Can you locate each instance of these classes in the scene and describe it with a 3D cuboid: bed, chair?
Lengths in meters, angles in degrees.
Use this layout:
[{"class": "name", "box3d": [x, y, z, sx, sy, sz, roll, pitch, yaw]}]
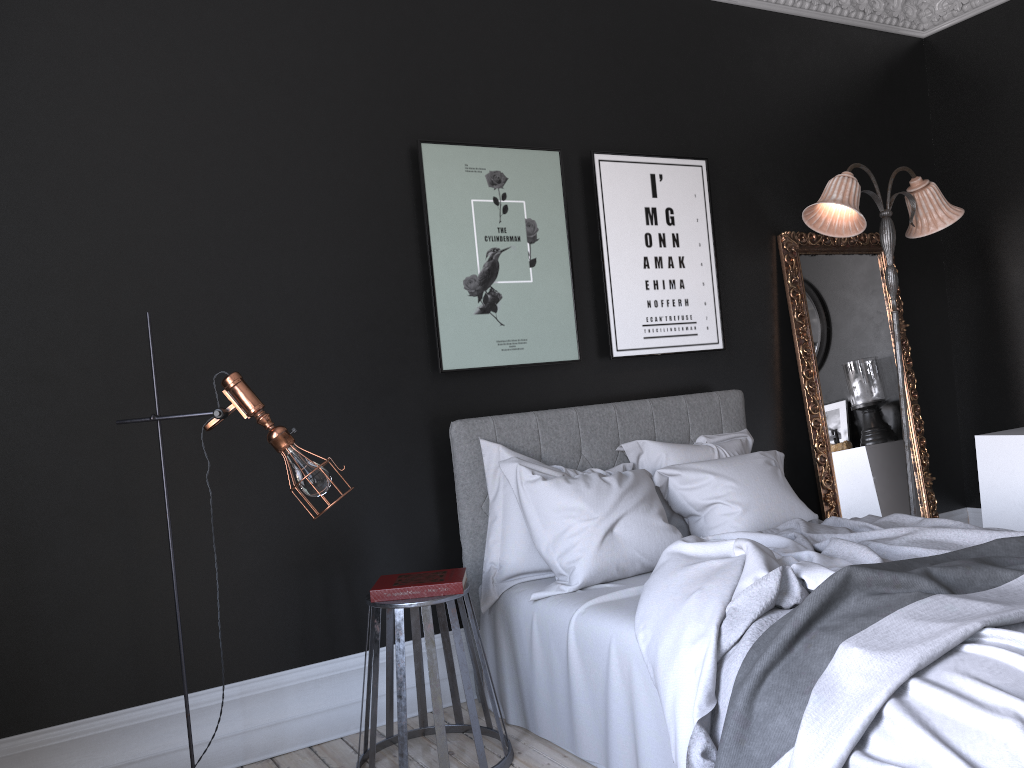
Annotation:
[{"class": "bed", "box3d": [1.207, 0.663, 3.128, 2.763, 1.298, 3.286, -5, -1, -41]}, {"class": "chair", "box3d": [-0.329, 1.133, 3.428, 0.613, 0.673, 0.613, -6, 0, 15]}]

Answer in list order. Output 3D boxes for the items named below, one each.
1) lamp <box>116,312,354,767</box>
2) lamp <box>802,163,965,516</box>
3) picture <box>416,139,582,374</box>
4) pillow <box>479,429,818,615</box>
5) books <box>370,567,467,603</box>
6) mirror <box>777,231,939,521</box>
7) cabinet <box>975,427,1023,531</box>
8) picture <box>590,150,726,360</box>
[{"class": "lamp", "box3d": [-1.376, 0.668, 3.034, 1.718, 1.779, 0.437, -6, 0, 9]}, {"class": "lamp", "box3d": [2.084, 0.032, 4.739, 0.986, 2.411, 0.772, -5, 0, 3]}, {"class": "picture", "box3d": [-0.042, -0.615, 4.268, 0.791, 1.078, 0.014, -6, 0, -30]}, {"class": "pillow", "box3d": [0.691, 0.538, 4.122, 1.828, 0.760, 0.680, -5, 0, -30]}, {"class": "books", "box3d": [-0.354, 0.775, 3.430, 0.346, 0.045, 0.275, -6, -1, 0]}, {"class": "mirror", "box3d": [2.156, 0.148, 5.387, 0.990, 2.192, 0.254, -6, 1, -30]}, {"class": "cabinet", "box3d": [3.616, 0.653, 4.350, 0.570, 0.882, 2.398, -6, 0, -30]}, {"class": "picture", "box3d": [0.797, -0.691, 4.748, 0.791, 1.078, 0.014, -6, 0, -30]}]
